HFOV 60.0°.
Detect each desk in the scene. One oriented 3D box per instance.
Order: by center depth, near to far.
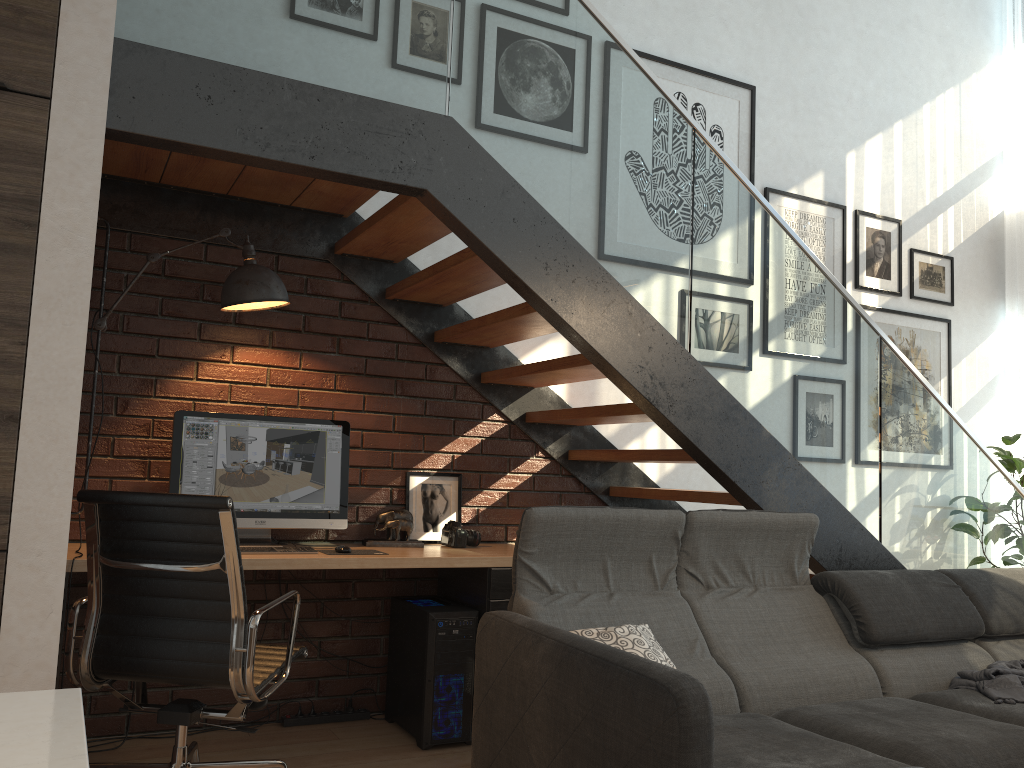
[{"bbox_3d":[-0.644,1.055,3.604,2.182,0.750,0.610,5,-6,-27],"label":"desk"}]

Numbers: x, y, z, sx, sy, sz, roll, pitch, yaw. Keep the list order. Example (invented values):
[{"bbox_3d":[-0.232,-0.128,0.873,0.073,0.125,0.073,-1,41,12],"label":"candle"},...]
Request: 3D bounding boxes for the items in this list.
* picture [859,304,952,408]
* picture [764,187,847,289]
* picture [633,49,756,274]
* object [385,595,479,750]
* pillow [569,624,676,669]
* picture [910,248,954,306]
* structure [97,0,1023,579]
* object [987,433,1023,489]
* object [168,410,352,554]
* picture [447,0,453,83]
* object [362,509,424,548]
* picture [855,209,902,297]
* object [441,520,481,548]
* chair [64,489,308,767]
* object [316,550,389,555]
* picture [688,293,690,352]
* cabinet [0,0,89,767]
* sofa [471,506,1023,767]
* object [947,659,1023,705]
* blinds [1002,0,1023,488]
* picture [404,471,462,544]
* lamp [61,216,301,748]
[{"bbox_3d":[2.493,0.031,5.630,0.871,0.990,0.025,5,-6,-27],"label":"picture"},{"bbox_3d":[1.756,-0.637,5.305,0.654,0.990,0.025,5,-6,-27],"label":"picture"},{"bbox_3d":[0.622,-1.472,4.792,1.785,1.678,0.028,5,-6,-27],"label":"picture"},{"bbox_3d":[-0.340,1.190,3.716,0.215,0.527,0.474,5,-6,-27],"label":"object"},{"bbox_3d":[1.369,0.910,3.124,2.734,0.364,0.386,5,-6,-23],"label":"pillow"},{"bbox_3d":[2.759,-0.698,5.828,0.410,0.333,0.025,5,-6,-27],"label":"picture"},{"bbox_3d":[-0.241,-0.057,3.619,5.660,3.460,1.289,5,-6,-27],"label":"structure"},{"bbox_3d":[3.129,1.046,5.543,0.774,1.463,0.528,3,-6,-6],"label":"object"},{"bbox_3d":[-0.979,0.389,3.550,0.716,0.535,0.431,5,-6,-27],"label":"object"},{"bbox_3d":[-0.402,-1.695,4.287,0.358,0.440,0.022,5,-6,-27],"label":"picture"},{"bbox_3d":[-0.521,0.632,3.902,0.252,0.160,0.149,4,-6,-18],"label":"object"},{"bbox_3d":[2.318,-0.824,5.612,0.410,0.504,0.025,5,-6,-27],"label":"picture"},{"bbox_3d":[-0.218,0.677,4.008,0.166,0.119,0.149,6,-7,-30],"label":"object"},{"bbox_3d":[-1.026,0.829,2.746,0.651,0.991,0.700,2,-6,7],"label":"chair"},{"bbox_3d":[-0.637,0.670,3.531,0.250,0.002,0.200,5,-6,-27],"label":"object"},{"bbox_3d":[1.145,-0.296,4.969,0.504,0.410,0.025,5,-6,-27],"label":"picture"},{"bbox_3d":[-1.396,-0.148,0.213,2.401,2.401,3.495,5,-6,-27],"label":"cabinet"},{"bbox_3d":[1.735,0.935,2.631,3.169,0.995,2.108,5,-6,-26],"label":"sofa"},{"bbox_3d":[1.856,1.080,3.236,0.411,0.118,0.905,-2,-7,39],"label":"object"},{"bbox_3d":[3.676,-1.006,5.619,0.218,5.581,1.223,6,-7,-29],"label":"blinds"},{"bbox_3d":[-0.365,0.576,4.115,0.279,0.329,0.049,5,-6,-27],"label":"picture"},{"bbox_3d":[-1.202,0.385,3.444,1.054,2.003,0.462,8,-8,-43],"label":"lamp"}]
